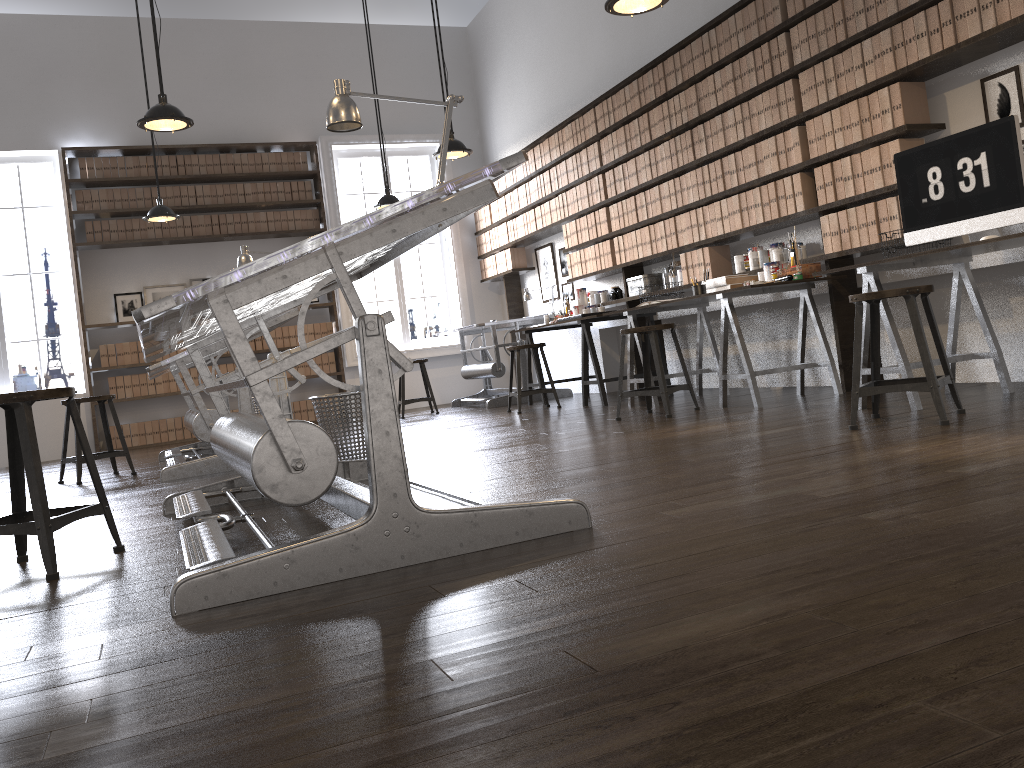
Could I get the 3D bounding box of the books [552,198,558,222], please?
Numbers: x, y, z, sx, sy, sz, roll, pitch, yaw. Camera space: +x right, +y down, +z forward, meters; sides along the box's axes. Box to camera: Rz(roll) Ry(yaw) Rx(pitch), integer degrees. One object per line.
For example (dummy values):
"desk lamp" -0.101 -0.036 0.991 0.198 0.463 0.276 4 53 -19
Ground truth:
"books" 0.476 -1.607 8.195 0.175 0.226 0.066 -7 -1 -22

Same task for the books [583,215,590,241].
"books" 0.717 -1.348 7.672 0.175 0.226 0.066 -7 -1 -22

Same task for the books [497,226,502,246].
"books" -0.053 -1.590 9.512 0.175 0.226 0.066 -7 -1 -22

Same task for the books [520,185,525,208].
"books" 0.183 -1.868 8.840 0.175 0.226 0.066 -7 -1 -22

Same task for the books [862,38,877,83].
"books" 1.925 -1.680 4.609 0.175 0.226 0.066 -7 -1 -22

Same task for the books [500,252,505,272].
"books" -0.021 -1.315 9.505 0.175 0.226 0.066 -7 -1 -22

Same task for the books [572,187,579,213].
"books" 0.635 -1.621 7.794 0.175 0.226 0.066 -7 -1 -22

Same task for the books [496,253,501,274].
"books" -0.074 -1.312 9.629 0.175 0.226 0.066 -7 -1 -22

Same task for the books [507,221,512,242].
"books" 0.055 -1.588 9.236 0.175 0.226 0.066 -7 -1 -22

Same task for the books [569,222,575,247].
"books" 0.617 -1.344 7.929 0.175 0.226 0.066 -7 -1 -22

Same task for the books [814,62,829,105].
"books" 1.789 -1.673 4.936 0.175 0.226 0.066 -7 -1 -22

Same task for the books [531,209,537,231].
"books" 0.293 -1.599 8.643 0.175 0.226 0.066 -7 -1 -22

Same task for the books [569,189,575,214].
"books" 0.613 -1.621 7.861 0.175 0.226 0.066 -7 -1 -22

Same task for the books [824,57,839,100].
"books" 1.819 -1.675 4.870 0.175 0.226 0.066 -7 -1 -22

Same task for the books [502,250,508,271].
"books" 0.000 -1.315 9.442 0.175 0.226 0.066 -7 -1 -22

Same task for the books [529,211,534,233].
"books" 0.270 -1.598 8.714 0.175 0.226 0.066 -7 -1 -22

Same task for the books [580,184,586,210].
"books" 0.689 -1.624 7.670 0.175 0.226 0.066 -7 -1 -22

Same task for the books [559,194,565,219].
"books" 0.528 -1.616 8.055 0.175 0.226 0.066 -7 -1 -22

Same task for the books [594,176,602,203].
"books" 0.790 -1.628 7.414 0.175 0.226 0.066 -7 -1 -22

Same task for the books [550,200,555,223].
"books" 0.454 -1.606 8.254 0.175 0.226 0.066 -7 -1 -22

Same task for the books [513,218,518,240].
"books" 0.114 -1.591 9.096 0.175 0.226 0.066 -7 -1 -22

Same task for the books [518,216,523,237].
"books" 0.165 -1.593 8.966 0.175 0.226 0.066 -7 -1 -22

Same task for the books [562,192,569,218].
"books" 0.558 -1.618 7.989 0.175 0.226 0.066 -7 -1 -22

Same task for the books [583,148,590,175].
"books" 0.707 -1.892 7.537 0.175 0.226 0.066 -7 -1 -22

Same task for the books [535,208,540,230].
"books" 0.326 -1.600 8.576 0.175 0.226 0.066 -7 -1 -22

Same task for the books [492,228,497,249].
"books" -0.113 -1.587 9.641 0.175 0.226 0.066 -7 -1 -22

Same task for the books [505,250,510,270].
"books" 0.033 -1.317 9.380 0.175 0.226 0.066 -7 -1 -22

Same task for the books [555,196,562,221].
"books" 0.501 -1.608 8.128 0.175 0.226 0.066 -7 -1 -22

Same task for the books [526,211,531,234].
"books" 0.243 -1.597 8.774 0.175 0.226 0.066 -7 -1 -22

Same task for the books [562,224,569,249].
"books" 0.563 -1.341 8.052 0.175 0.226 0.066 -7 -1 -22

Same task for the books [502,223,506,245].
"books" -0.002 -1.592 9.377 0.175 0.226 0.066 -7 -1 -22

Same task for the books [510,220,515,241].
"books" 0.084 -1.589 9.159 0.175 0.226 0.066 -7 -1 -22

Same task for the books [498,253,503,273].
"books" -0.046 -1.313 9.563 0.175 0.226 0.066 -7 -1 -22

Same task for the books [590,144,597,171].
"books" 0.758 -1.895 7.418 0.175 0.226 0.066 -7 -1 -22

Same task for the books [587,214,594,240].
"books" 0.748 -1.350 7.608 0.175 0.226 0.066 -7 -1 -22

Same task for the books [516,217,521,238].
"books" 0.142 -1.592 9.032 0.175 0.226 0.066 -7 -1 -22

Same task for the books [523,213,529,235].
"books" 0.215 -1.595 8.830 0.175 0.226 0.066 -7 -1 -22

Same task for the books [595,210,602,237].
"books" 0.804 -1.353 7.470 0.175 0.226 0.066 -7 -1 -22

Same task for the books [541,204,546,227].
"books" 0.378 -1.603 8.444 0.175 0.226 0.066 -7 -1 -22

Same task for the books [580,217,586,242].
"books" 0.695 -1.348 7.739 0.175 0.226 0.066 -7 -1 -22

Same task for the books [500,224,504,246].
"books" -0.029 -1.591 9.447 0.175 0.226 0.066 -7 -1 -22

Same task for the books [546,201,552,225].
"books" 0.425 -1.604 8.314 0.175 0.226 0.066 -7 -1 -22

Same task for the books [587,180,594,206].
"books" 0.740 -1.627 7.547 0.175 0.226 0.066 -7 -1 -22

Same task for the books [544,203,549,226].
"books" 0.405 -1.604 8.379 0.175 0.226 0.066 -7 -1 -22

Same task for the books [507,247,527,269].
"books" 0.057 -1.318 9.314 0.175 0.226 0.066 -7 -1 -22

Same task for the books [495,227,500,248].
"books" -0.083 -1.588 9.575 0.175 0.226 0.066 -7 -1 -22

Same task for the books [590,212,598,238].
"books" 0.771 -1.351 7.537 0.175 0.226 0.066 -7 -1 -22

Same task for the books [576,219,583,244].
"books" 0.668 -1.346 7.805 0.175 0.226 0.066 -7 -1 -22

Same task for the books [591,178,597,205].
"books" 0.767 -1.628 7.481 0.175 0.226 0.066 -7 -1 -22

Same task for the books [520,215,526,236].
"books" 0.188 -1.594 8.897 0.175 0.226 0.066 -7 -1 -22

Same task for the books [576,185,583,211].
"books" 0.664 -1.623 7.728 0.175 0.226 0.066 -7 -1 -22

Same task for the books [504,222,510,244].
"books" 0.018 -1.593 9.317 0.175 0.226 0.066 -7 -1 -22

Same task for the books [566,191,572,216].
"books" 0.588 -1.620 7.926 0.175 0.226 0.066 -7 -1 -22

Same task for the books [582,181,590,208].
"books" 0.710 -1.625 7.607 0.175 0.226 0.066 -7 -1 -22

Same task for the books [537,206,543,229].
"books" 0.348 -1.601 8.508 0.175 0.226 0.066 -7 -1 -22

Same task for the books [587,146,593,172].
"books" 0.736 -1.894 7.477 0.175 0.226 0.066 -7 -1 -22
